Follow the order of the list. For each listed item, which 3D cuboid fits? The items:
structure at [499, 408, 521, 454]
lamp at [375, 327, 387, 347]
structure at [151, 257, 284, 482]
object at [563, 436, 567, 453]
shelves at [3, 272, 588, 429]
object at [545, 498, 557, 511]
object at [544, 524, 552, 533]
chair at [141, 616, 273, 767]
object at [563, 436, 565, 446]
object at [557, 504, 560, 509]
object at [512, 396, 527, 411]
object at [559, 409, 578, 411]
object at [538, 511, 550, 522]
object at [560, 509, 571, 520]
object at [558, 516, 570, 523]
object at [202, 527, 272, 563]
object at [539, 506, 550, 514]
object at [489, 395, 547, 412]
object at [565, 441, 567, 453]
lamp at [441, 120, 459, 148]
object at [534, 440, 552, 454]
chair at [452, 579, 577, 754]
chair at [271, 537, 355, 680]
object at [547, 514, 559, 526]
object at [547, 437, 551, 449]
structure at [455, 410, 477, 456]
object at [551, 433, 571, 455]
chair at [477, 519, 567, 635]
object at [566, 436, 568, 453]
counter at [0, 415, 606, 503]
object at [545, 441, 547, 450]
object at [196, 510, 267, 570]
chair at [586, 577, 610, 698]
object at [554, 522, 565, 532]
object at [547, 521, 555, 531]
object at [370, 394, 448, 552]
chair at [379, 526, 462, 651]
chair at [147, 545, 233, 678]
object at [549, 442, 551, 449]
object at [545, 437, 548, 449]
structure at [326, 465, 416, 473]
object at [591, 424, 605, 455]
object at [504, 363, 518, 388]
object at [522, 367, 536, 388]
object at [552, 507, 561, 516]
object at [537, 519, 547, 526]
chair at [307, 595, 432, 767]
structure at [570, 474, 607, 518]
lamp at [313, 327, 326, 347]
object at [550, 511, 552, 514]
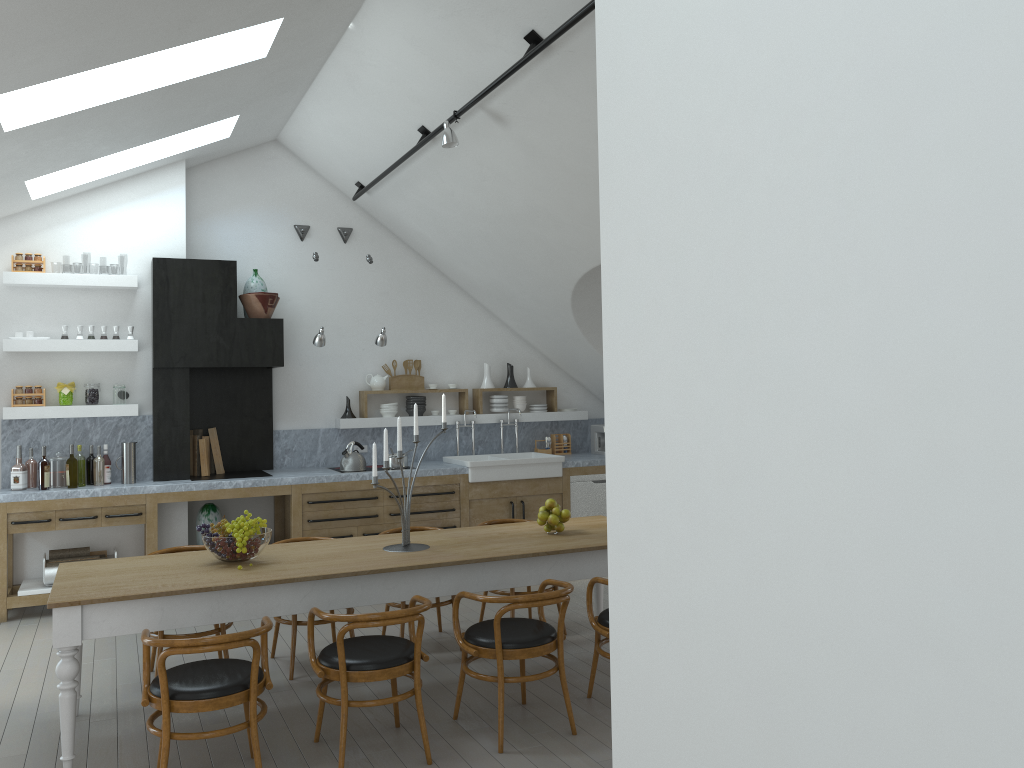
[{"bbox_3d":[0.048,0.515,9.145,0.214,0.530,0.332,1,-2,-44],"label":"structure"},{"bbox_3d":[-1.181,-0.427,8.084,0.112,0.176,0.168,0,-1,-32],"label":"lamp"},{"bbox_3d":[-2.646,-0.126,7.933,1.075,1.886,0.779,0,-2,-24],"label":"structure"},{"bbox_3d":[0.576,0.657,9.565,0.040,0.192,0.042,-2,-2,26],"label":"object"},{"bbox_3d":[-1.691,-0.250,8.514,5.550,1.363,0.479,-1,-2,-30],"label":"shelves"},{"bbox_3d":[0.238,0.735,5.410,0.072,0.074,0.072,-1,-1,-24],"label":"object"},{"bbox_3d":[0.218,0.876,5.383,0.051,0.050,0.049,-1,-1,-21],"label":"object"},{"bbox_3d":[-1.293,1.371,3.776,0.527,0.735,0.621,-1,-1,-21],"label":"chair"},{"bbox_3d":[0.571,0.661,9.594,0.018,0.196,0.023,-1,-2,-17],"label":"object"},{"bbox_3d":[0.268,0.766,5.484,0.062,0.059,0.062,-1,-1,-24],"label":"object"},{"bbox_3d":[0.082,0.210,9.403,0.158,0.160,0.154,-1,-1,4],"label":"object"},{"bbox_3d":[0.611,0.293,9.676,0.213,0.025,0.213,-1,0,-37],"label":"object"},{"bbox_3d":[0.192,0.800,5.362,0.072,0.064,0.071,-1,-1,-31],"label":"object"},{"bbox_3d":[0.325,0.789,5.364,0.063,0.063,0.062,-2,-1,28],"label":"object"},{"bbox_3d":[0.316,0.812,5.420,0.076,0.076,0.077,-2,-1,33],"label":"object"},{"bbox_3d":[-1.462,0.866,4.719,0.360,0.160,0.360,-1,-1,-44],"label":"object"},{"bbox_3d":[0.198,0.783,5.435,0.066,0.071,0.072,-2,-1,35],"label":"object"},{"bbox_3d":[0.071,0.212,9.424,0.657,0.196,0.197,-1,-1,-25],"label":"object"},{"bbox_3d":[0.585,0.660,9.578,0.018,0.196,0.020,-1,-2,-2],"label":"object"},{"bbox_3d":[-0.408,-1.651,5.843,0.112,0.175,0.114,-2,-2,28],"label":"lamp"},{"bbox_3d":[0.331,0.680,9.484,0.173,0.171,0.100,-1,-2,-23],"label":"object"},{"bbox_3d":[0.022,1.348,4.398,0.527,0.735,0.621,0,-1,-29],"label":"chair"},{"bbox_3d":[-1.263,1.379,5.595,0.527,0.735,0.621,0,-1,-28],"label":"chair"},{"bbox_3d":[0.249,0.819,5.336,0.071,0.072,0.070,-2,-1,30],"label":"object"},{"bbox_3d":[0.396,0.660,9.459,0.040,0.192,0.042,-2,-2,12],"label":"object"},{"bbox_3d":[-0.397,0.522,8.944,0.214,0.530,0.332,1,-2,-44],"label":"structure"},{"bbox_3d":[0.529,0.651,9.586,0.200,0.223,0.104,-1,-2,-24],"label":"object"},{"bbox_3d":[0.039,1.356,6.239,0.527,0.735,0.621,0,-1,-28],"label":"chair"},{"bbox_3d":[0.592,0.660,9.586,0.022,0.196,0.019,0,-2,-23],"label":"object"},{"bbox_3d":[-1.120,0.543,8.493,6.575,0.620,0.961,-1,-1,-24],"label":"counter"},{"bbox_3d":[0.367,0.673,9.458,0.019,0.179,0.044,-2,-2,31],"label":"object"},{"bbox_3d":[-1.466,0.803,4.692,0.393,0.284,0.292,-2,-1,30],"label":"object"},{"bbox_3d":[0.709,1.336,4.634,0.527,0.735,0.621,-1,-1,-21],"label":"chair"},{"bbox_3d":[0.288,0.868,5.377,0.064,0.063,0.063,-1,-1,-13],"label":"object"},{"bbox_3d":[0.252,0.862,5.441,0.080,0.074,0.078,-2,-1,21],"label":"object"},{"bbox_3d":[-0.560,0.493,5.088,0.265,0.876,0.775,-3,-2,40],"label":"object"},{"bbox_3d":[-0.624,1.368,5.950,0.527,0.735,0.621,-1,-1,-21],"label":"chair"},{"bbox_3d":[-1.948,1.391,5.351,0.527,0.735,0.621,0,-1,-24],"label":"chair"},{"bbox_3d":[0.404,0.673,9.470,0.019,0.179,0.044,1,-2,-40],"label":"object"},{"bbox_3d":[0.376,0.661,9.503,0.040,0.192,0.042,-2,-2,13],"label":"object"},{"bbox_3d":[-1.318,0.810,8.317,0.737,0.041,0.647,-1,0,-24],"label":"structure"},{"bbox_3d":[1.076,0.597,9.488,0.324,0.321,0.386,-1,-1,-24],"label":"object"},{"bbox_3d":[-0.016,-0.091,9.414,0.156,0.268,0.156,-1,-2,-20],"label":"object"},{"bbox_3d":[0.185,-0.069,9.515,0.156,0.219,0.156,0,-2,-43],"label":"object"},{"bbox_3d":[0.268,0.774,5.364,0.053,0.057,0.058,-1,-1,-10],"label":"object"},{"bbox_3d":[0.182,0.838,5.415,0.059,0.056,0.059,-1,-1,-30],"label":"object"},{"bbox_3d":[-0.647,1.360,4.113,0.527,0.735,0.621,0,-1,-24],"label":"chair"},{"bbox_3d":[0.777,1.314,9.115,0.724,0.823,0.598,-1,-1,-24],"label":"structure"},{"bbox_3d":[-1.710,-0.414,7.850,0.115,0.178,0.164,-1,-1,-6],"label":"lamp"},{"bbox_3d":[0.235,0.812,5.480,0.062,0.059,0.062,-1,-1,-20],"label":"object"}]
